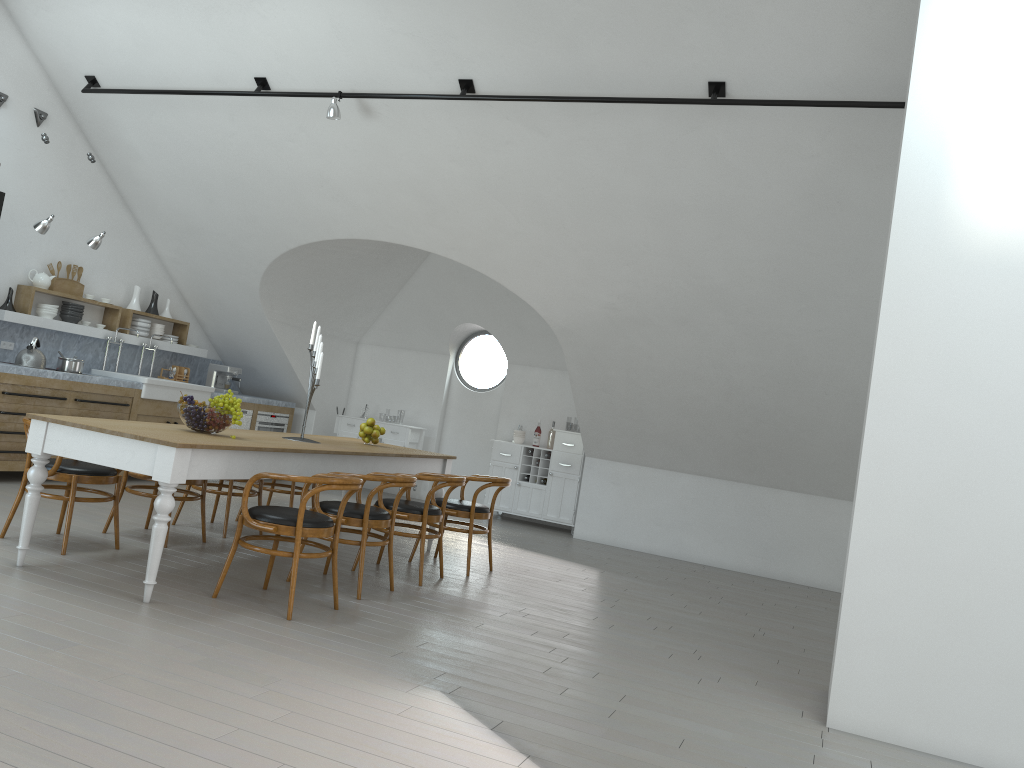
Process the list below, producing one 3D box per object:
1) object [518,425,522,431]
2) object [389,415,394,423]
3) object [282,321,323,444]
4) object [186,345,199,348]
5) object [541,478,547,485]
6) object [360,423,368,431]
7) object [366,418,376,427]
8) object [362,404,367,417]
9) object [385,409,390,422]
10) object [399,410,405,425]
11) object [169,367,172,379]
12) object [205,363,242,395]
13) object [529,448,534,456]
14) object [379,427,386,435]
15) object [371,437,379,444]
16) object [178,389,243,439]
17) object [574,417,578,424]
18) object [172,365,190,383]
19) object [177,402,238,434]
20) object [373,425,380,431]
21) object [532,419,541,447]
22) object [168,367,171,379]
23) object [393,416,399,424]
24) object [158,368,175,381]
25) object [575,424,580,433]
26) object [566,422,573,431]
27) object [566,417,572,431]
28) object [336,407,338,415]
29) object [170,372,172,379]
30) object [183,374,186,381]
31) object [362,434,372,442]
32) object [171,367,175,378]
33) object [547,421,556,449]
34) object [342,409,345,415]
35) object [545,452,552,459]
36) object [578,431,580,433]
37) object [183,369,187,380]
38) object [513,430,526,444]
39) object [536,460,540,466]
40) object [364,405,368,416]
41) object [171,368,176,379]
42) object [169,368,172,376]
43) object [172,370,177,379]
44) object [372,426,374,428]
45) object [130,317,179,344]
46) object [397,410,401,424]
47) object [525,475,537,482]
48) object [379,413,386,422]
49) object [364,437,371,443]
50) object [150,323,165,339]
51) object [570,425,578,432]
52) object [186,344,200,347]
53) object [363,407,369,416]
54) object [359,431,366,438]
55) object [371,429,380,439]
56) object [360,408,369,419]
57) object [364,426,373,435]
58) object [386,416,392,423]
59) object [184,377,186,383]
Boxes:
[{"bbox_3d":[0.078,0.600,10.860,0.115,0.209,0.065,7,-4,23],"label":"object"},{"bbox_3d":[-1.497,0.448,11.114,0.094,0.094,0.093,9,-3,9],"label":"object"},{"bbox_3d":[-1.394,-0.036,6.236,0.265,0.877,0.774,9,-3,-5],"label":"object"},{"bbox_3d":[-3.754,-0.437,10.333,0.213,0.025,0.213,9,-2,9],"label":"object"},{"bbox_3d":[0.407,1.144,10.415,0.081,0.081,0.357,8,-3,19],"label":"object"},{"bbox_3d":[-1.169,0.342,6.994,0.066,0.071,0.072,10,-3,-10],"label":"object"},{"bbox_3d":[-1.114,0.303,7.008,0.072,0.074,0.072,8,-4,21],"label":"object"},{"bbox_3d":[-1.894,0.341,11.394,0.039,0.175,0.054,8,-4,21],"label":"object"},{"bbox_3d":[-1.561,0.398,11.089,0.048,0.170,0.048,8,-4,9],"label":"object"},{"bbox_3d":[-1.374,0.417,11.053,0.063,0.187,0.063,9,-4,6],"label":"object"},{"bbox_3d":[-3.862,-0.096,10.008,0.020,0.196,0.018,7,-5,31],"label":"object"},{"bbox_3d":[-3.360,-0.048,10.504,0.387,0.321,0.323,8,-3,21],"label":"object"},{"bbox_3d":[0.268,0.812,10.514,0.093,0.094,0.358,8,-3,22],"label":"object"},{"bbox_3d":[-1.033,0.374,7.032,0.063,0.063,0.062,10,-3,-16],"label":"object"},{"bbox_3d":[-1.082,0.444,7.010,0.063,0.063,0.063,7,-4,32],"label":"object"},{"bbox_3d":[-1.806,0.157,5.303,0.393,0.285,0.292,10,-3,-15],"label":"object"},{"bbox_3d":[0.757,0.487,10.522,0.054,0.179,0.054,8,-4,15],"label":"object"},{"bbox_3d":[-3.818,-0.092,10.189,0.104,0.223,0.199,8,-4,21],"label":"object"},{"bbox_3d":[-1.834,0.217,5.321,0.360,0.160,0.359,9,-3,1],"label":"object"},{"bbox_3d":[-1.069,0.350,6.993,0.058,0.057,0.053,7,-4,36],"label":"object"},{"bbox_3d":[0.308,0.584,10.564,0.081,0.330,0.081,8,-4,17],"label":"object"},{"bbox_3d":[-3.859,-0.096,9.997,0.019,0.196,0.022,8,-4,9],"label":"object"},{"bbox_3d":[-1.451,0.449,11.035,0.071,0.099,0.071,6,-5,44],"label":"object"},{"bbox_3d":[-3.889,-0.086,9.976,0.100,0.172,0.172,8,-4,23],"label":"object"},{"bbox_3d":[0.775,0.528,10.454,0.071,0.099,0.071,7,-4,29],"label":"object"},{"bbox_3d":[0.666,0.502,10.328,0.081,0.105,0.082,11,-4,-31],"label":"object"},{"bbox_3d":[0.664,0.472,10.411,0.048,0.170,0.048,12,-5,-36],"label":"object"},{"bbox_3d":[-2.202,0.424,11.232,0.088,0.269,0.029,9,-4,-6],"label":"object"},{"bbox_3d":[-3.845,-0.084,9.984,0.019,0.179,0.044,10,-4,-14],"label":"object"},{"bbox_3d":[-3.776,-0.072,10.222,0.020,0.196,0.018,5,-6,43],"label":"object"},{"bbox_3d":[-1.151,0.427,7.031,0.080,0.074,0.078,11,-4,-24],"label":"object"},{"bbox_3d":[-3.841,-0.092,10.011,0.023,0.196,0.018,8,-4,16],"label":"object"},{"bbox_3d":[0.473,0.607,10.494,0.085,0.331,0.085,11,-4,-20],"label":"object"},{"bbox_3d":[-2.152,0.431,11.212,0.029,0.269,0.088,13,-5,-42],"label":"object"},{"bbox_3d":[0.457,0.843,10.431,0.088,0.085,0.359,8,-3,21],"label":"object"},{"bbox_3d":[0.799,0.503,10.360,0.046,0.143,0.046,7,-5,32],"label":"object"},{"bbox_3d":[-3.772,-0.076,10.206,0.040,0.193,0.042,10,-4,-19],"label":"object"},{"bbox_3d":[0.085,0.637,10.613,0.157,0.160,0.154,12,-4,-41],"label":"object"},{"bbox_3d":[0.347,0.936,10.476,0.085,0.085,0.330,8,-3,21],"label":"object"},{"bbox_3d":[-1.869,0.346,11.369,0.039,0.164,0.024,6,-5,34],"label":"object"},{"bbox_3d":[-3.823,-0.093,10.005,0.040,0.193,0.042,12,-5,-32],"label":"object"},{"bbox_3d":[-3.868,-0.099,10.023,0.040,0.193,0.042,12,-5,-31],"label":"object"},{"bbox_3d":[-3.828,-0.080,10.018,0.044,0.179,0.019,9,-4,6],"label":"object"},{"bbox_3d":[-1.115,0.353,7.043,0.053,0.051,0.052,10,-3,-8],"label":"object"},{"bbox_3d":[-3.936,-0.581,9.782,0.198,0.196,0.655,8,-3,21],"label":"object"},{"bbox_3d":[-1.416,0.417,11.101,0.054,0.179,0.054,9,-4,-2],"label":"object"},{"bbox_3d":[0.249,1.118,10.484,0.156,0.085,0.330,8,-3,22],"label":"object"},{"bbox_3d":[-1.617,0.418,11.025,0.082,0.105,0.081,7,-4,34],"label":"object"},{"bbox_3d":[-1.136,0.441,6.965,0.050,0.050,0.051,8,-4,25],"label":"object"},{"bbox_3d":[-3.914,-0.580,9.774,0.157,0.160,0.154,12,-4,-41],"label":"object"},{"bbox_3d":[0.720,0.523,10.391,0.077,0.085,0.077,7,-4,29],"label":"object"},{"bbox_3d":[-3.753,-0.446,10.333,0.213,0.025,0.213,9,-2,9],"label":"object"},{"bbox_3d":[-1.885,0.359,11.391,0.097,0.137,0.029,7,-4,24],"label":"object"},{"bbox_3d":[-1.176,0.395,6.966,0.060,0.056,0.059,8,-3,16],"label":"object"},{"bbox_3d":[-1.071,0.393,6.957,0.071,0.072,0.070,10,-3,-14],"label":"object"},{"bbox_3d":[-1.892,0.377,11.383,0.101,0.138,0.066,8,-4,21],"label":"object"},{"bbox_3d":[-1.125,0.363,6.937,0.071,0.064,0.072,8,-3,14],"label":"object"},{"bbox_3d":[-1.533,0.442,11.030,0.077,0.085,0.077,9,-3,9],"label":"object"},{"bbox_3d":[-3.776,-0.072,10.233,0.019,0.196,0.022,7,-4,22],"label":"object"}]
